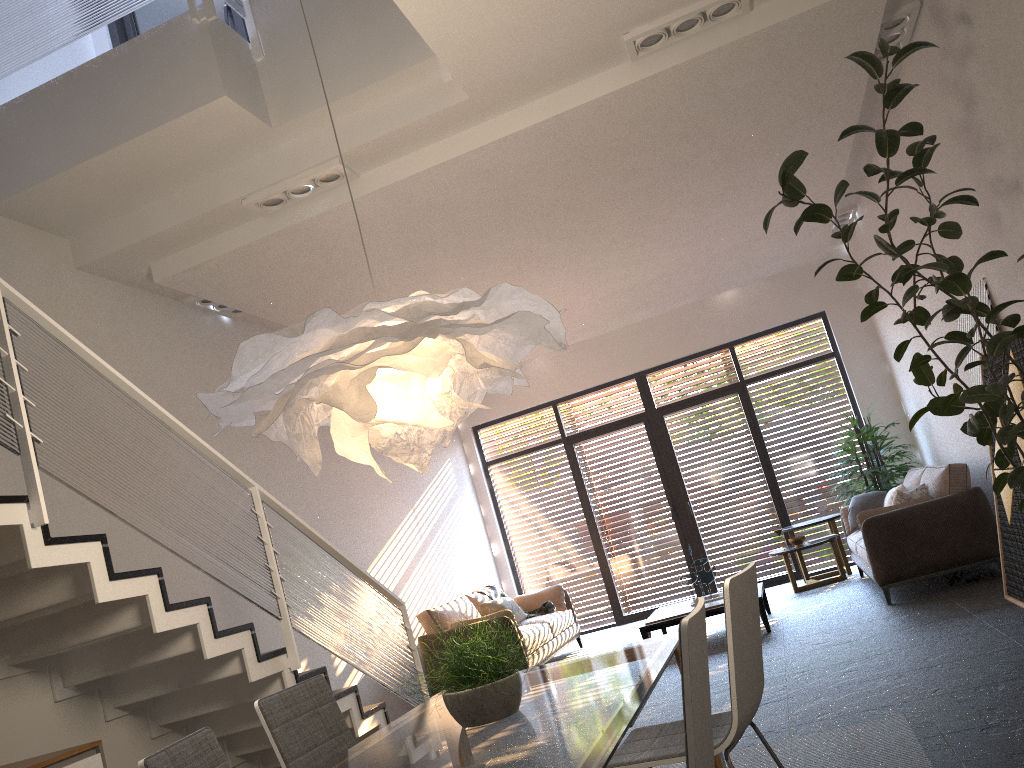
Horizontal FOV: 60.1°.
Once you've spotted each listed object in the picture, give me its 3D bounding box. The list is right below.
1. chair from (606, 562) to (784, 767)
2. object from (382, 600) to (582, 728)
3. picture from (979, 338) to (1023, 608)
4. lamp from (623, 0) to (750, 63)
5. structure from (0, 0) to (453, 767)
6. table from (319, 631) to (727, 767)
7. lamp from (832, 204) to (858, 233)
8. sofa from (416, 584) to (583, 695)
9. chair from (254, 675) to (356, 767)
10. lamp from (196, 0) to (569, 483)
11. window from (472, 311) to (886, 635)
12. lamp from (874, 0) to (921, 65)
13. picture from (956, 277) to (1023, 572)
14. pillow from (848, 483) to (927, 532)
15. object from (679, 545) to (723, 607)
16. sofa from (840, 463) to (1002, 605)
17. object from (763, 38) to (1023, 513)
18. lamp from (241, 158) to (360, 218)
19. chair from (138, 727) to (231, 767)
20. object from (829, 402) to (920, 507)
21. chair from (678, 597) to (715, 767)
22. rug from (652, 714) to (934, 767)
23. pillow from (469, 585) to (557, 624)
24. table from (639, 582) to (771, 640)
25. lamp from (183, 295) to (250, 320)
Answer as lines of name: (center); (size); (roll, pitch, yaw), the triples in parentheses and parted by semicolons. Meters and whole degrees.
chair: (0.585, 1.093, 2.761); (0.606, 0.913, 0.475); (-20, -9, 24)
object: (-0.096, 0.810, 2.588); (0.533, 0.364, 0.671); (-18, -10, 9)
picture: (3.008, 0.526, 5.195); (0.388, 1.593, 1.503); (-18, -9, 14)
lamp: (0.900, -1.878, 4.583); (0.647, 0.065, 0.254); (-19, -11, 14)
structure: (-1.714, -2.241, 2.202); (4.251, 8.247, 8.493); (-18, -10, 14)
table: (0.029, 1.308, 2.510); (1.001, 0.709, 1.807); (-18, -11, 14)
lamp: (3.376, -1.699, 9.078); (0.254, 0.065, 0.647); (-19, -11, 14)
sofa: (-0.075, 2.483, 8.858); (0.997, 0.912, 2.330); (-18, -11, 14)
chair: (-0.426, 1.439, 3.053); (0.604, 0.913, 0.476); (-19, -9, 17)
lamp: (-0.974, -2.177, 3.025); (1.126, 5.174, 1.062); (-20, -9, 25)
window: (2.003, 1.216, 10.925); (4.962, 3.006, 0.461); (-19, -8, 15)
lamp: (2.294, -2.117, 5.390); (0.254, 0.065, 0.647); (-19, -11, 14)
picture: (3.288, 0.366, 5.918); (0.208, 2.004, 0.961); (-18, -9, 14)
pillow: (3.369, 1.128, 7.963); (0.621, 0.340, 1.901); (-18, -11, 14)
object: (-0.828, -0.373, 4.391); (0.368, 4.440, 8.912); (-20, -11, 25)
sofa: (3.526, 1.260, 7.870); (0.997, 0.912, 2.330); (-18, -11, 14)
object: (2.251, -0.262, 4.343); (0.906, 3.176, 2.031); (-15, -9, -8)
lamp: (-1.236, -1.152, 5.170); (0.647, 0.065, 0.254); (-19, -11, 14)
chair: (-0.506, 1.313, 2.299); (0.601, 0.913, 0.478); (-16, -8, 0)
object: (3.905, 1.046, 9.471); (0.974, 1.710, 0.924); (-13, -9, -20)
chair: (0.291, 1.043, 2.081); (0.604, 0.913, 0.477); (-18, -9, 15)
rug: (0.134, 1.643, 2.477); (2.380, 0.006, 3.701); (-19, -11, 14)
pillow: (-0.134, 2.480, 9.395); (0.965, 0.702, 1.015); (-24, -12, 38)
table: (1.746, 2.086, 7.862); (1.053, 0.305, 1.120); (-19, -11, 14)
lamp: (-2.149, -0.608, 6.609); (0.254, 0.065, 0.647); (-19, -11, 14)
